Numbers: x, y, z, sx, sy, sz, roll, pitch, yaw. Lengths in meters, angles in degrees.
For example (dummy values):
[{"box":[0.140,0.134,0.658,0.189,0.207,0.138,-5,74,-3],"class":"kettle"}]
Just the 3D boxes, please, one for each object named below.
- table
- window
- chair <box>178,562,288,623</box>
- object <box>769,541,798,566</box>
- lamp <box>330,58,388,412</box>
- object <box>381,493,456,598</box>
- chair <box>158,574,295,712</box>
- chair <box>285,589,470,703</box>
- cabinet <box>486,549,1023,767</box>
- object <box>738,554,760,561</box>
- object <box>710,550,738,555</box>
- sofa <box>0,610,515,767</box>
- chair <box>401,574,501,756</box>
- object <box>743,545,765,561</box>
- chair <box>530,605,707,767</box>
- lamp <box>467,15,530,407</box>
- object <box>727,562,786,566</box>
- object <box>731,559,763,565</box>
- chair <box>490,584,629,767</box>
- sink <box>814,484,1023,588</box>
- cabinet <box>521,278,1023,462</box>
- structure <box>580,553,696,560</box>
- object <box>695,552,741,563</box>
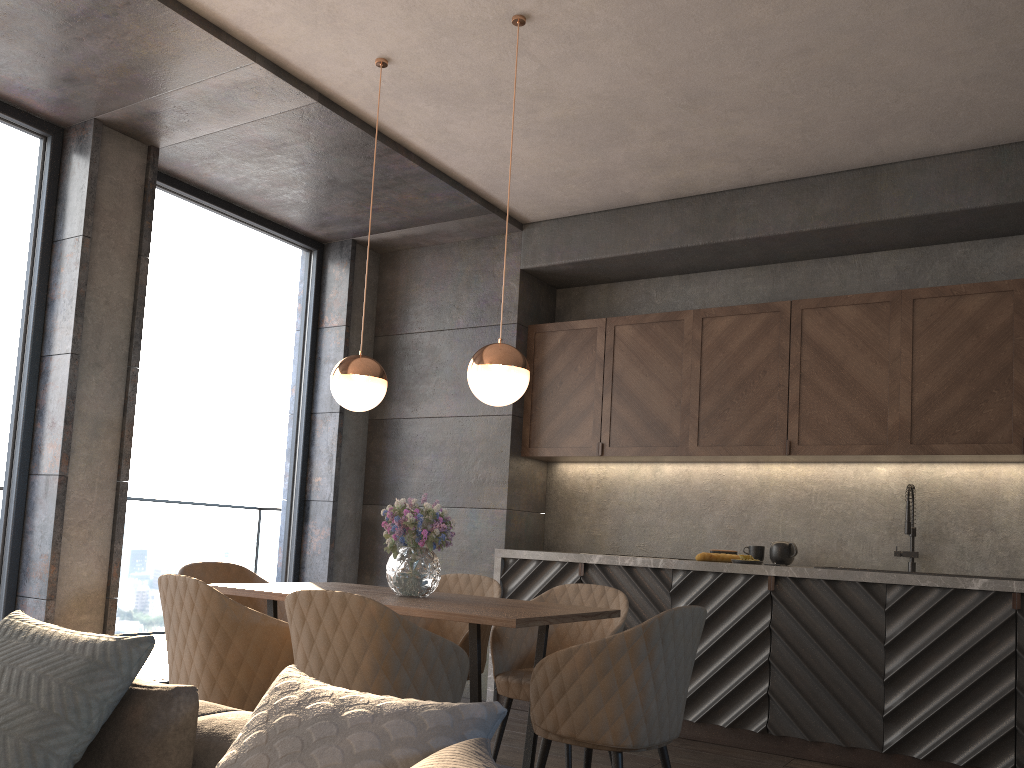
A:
[{"box":[-0.429,1.208,3.407,1.467,0.762,0.776,-2,-9,32],"class":"table"},{"box":[-3.322,-0.146,3.002,0.199,2.970,7.341,0,-10,32],"class":"window"},{"box":[-1.206,1.218,3.895,0.511,0.829,0.560,-1,-8,36],"class":"chair"},{"box":[1.505,0.942,4.915,0.136,0.136,0.154,3,-8,5],"class":"object"},{"box":[-0.610,-0.645,3.782,0.239,1.531,0.241,-1,-6,38],"class":"lamp"},{"box":[-0.371,0.631,3.476,0.298,0.405,0.332,3,-7,2],"class":"object"},{"box":[-0.964,1.086,3.076,0.556,0.829,0.514,-3,-9,41],"class":"chair"},{"box":[-0.442,1.058,2.757,0.555,0.829,0.515,0,-7,26],"class":"chair"},{"box":[1.467,1.461,4.771,3.395,0.941,0.606,-3,-9,32],"class":"cabinet"},{"box":[1.292,0.960,4.849,0.120,0.045,0.117,-4,-12,37],"class":"object"},{"box":[1.222,0.991,5.097,0.157,0.067,0.118,0,-9,17],"class":"object"},{"box":[-1.054,0.682,0.679,2.025,0.776,2.941,-3,-11,31],"class":"sofa"},{"box":[-0.344,1.292,4.044,0.555,0.829,0.515,0,-7,26],"class":"chair"},{"box":[1.375,0.967,4.997,0.112,0.103,0.091,7,-8,-25],"class":"object"},{"box":[0.340,1.128,2.903,0.511,0.829,0.560,-1,-8,36],"class":"chair"},{"box":[-0.015,-0.677,3.412,0.239,1.531,0.241,3,-5,8],"class":"lamp"},{"box":[1.266,0.987,4.912,0.490,0.040,0.287,-2,-11,27],"class":"object"},{"box":[1.291,0.978,4.848,0.171,0.020,0.171,9,-12,-32],"class":"object"},{"box":[0.197,1.258,3.683,0.555,0.829,0.515,-1,-7,31],"class":"chair"},{"box":[2.093,0.774,4.508,0.963,0.542,0.465,-2,-9,32],"class":"sink"},{"box":[1.611,-0.006,4.998,3.395,0.858,0.373,-3,-8,32],"class":"cabinet"},{"box":[0.794,1.038,5.261,0.611,0.017,0.509,-3,-12,32],"class":"structure"},{"box":[1.169,0.977,4.957,0.302,0.054,0.071,6,-9,-17],"class":"object"}]
